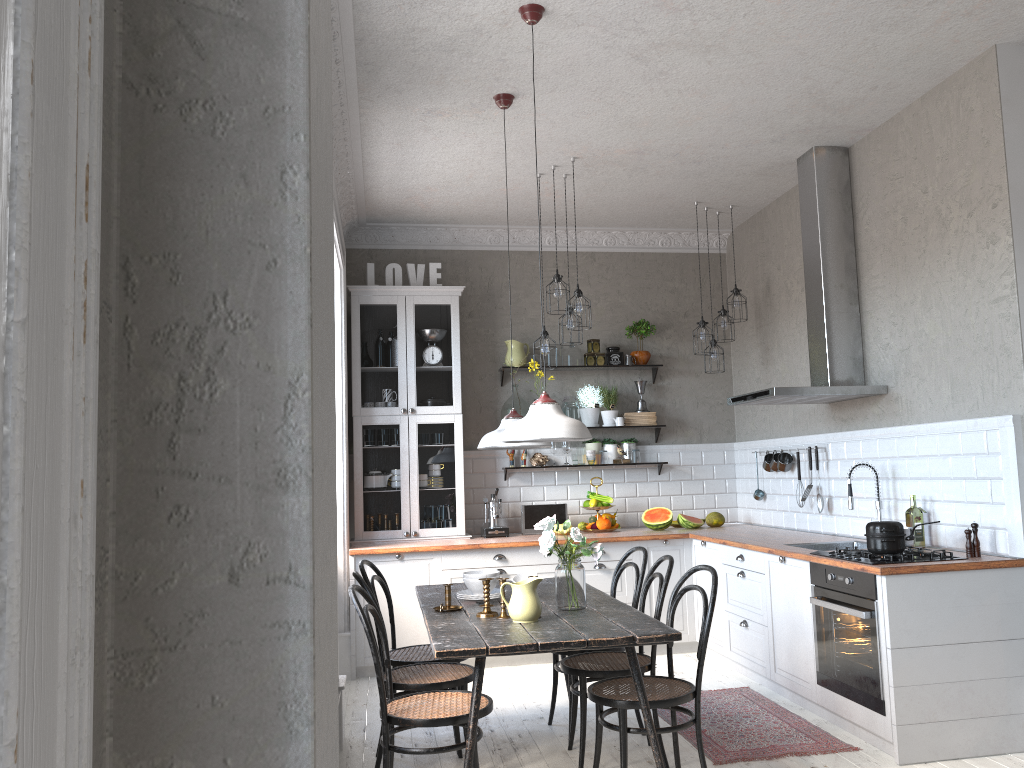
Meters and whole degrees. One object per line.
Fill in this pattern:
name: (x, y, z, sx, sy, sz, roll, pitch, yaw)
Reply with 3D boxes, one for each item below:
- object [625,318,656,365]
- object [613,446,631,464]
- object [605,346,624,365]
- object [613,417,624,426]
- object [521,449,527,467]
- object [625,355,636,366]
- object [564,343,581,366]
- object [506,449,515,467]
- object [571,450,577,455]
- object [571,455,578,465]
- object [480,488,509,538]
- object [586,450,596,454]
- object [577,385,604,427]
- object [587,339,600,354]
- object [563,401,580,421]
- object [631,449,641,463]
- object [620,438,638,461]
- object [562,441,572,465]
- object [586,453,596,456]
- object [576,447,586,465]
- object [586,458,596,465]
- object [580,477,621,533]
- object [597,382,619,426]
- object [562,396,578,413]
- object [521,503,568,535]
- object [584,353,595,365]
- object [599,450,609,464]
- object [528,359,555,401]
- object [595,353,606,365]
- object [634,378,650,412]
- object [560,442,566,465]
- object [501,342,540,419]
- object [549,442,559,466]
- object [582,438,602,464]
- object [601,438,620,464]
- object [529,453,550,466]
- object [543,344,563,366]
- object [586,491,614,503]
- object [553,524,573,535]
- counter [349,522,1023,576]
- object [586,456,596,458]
object: (1.062, -0.337, 7.247, 0.258, 0.397, 0.243, -3, -6, 15)
object: (0.882, 0.566, 7.099, 0.121, 0.147, 0.098, 3, -8, -42)
object: (0.828, -0.217, 7.238, 0.143, 0.174, 0.141, -1, -6, -10)
object: (0.862, 0.302, 7.082, 0.104, 0.071, 0.063, -4, -6, 20)
object: (0.100, 0.526, 7.000, 0.052, 0.264, 0.062, -5, -6, 27)
object: (0.954, -0.191, 7.159, 0.094, 0.096, 0.074, -1, -6, -9)
object: (0.492, -0.228, 7.232, 0.137, 0.220, 0.143, -7, -7, 40)
object: (-0.007, 0.529, 6.995, 0.054, 0.264, 0.060, 3, -7, -38)
object: (0.510, 0.576, 7.101, 0.077, 0.083, 0.078, -3, -6, 8)
object: (0.511, 0.608, 7.098, 0.077, 0.083, 0.078, -3, -6, 8)
object: (-0.126, 0.966, 6.665, 0.207, 0.370, 0.350, -1, -6, -9)
object: (0.625, 0.551, 7.005, 0.078, 0.051, 0.076, 1, -6, -24)
object: (0.643, 0.177, 7.172, 0.243, 0.354, 0.236, -3, -6, 8)
object: (0.659, -0.302, 7.156, 0.084, 0.113, 0.081, 1, -7, -29)
object: (0.473, 0.245, 7.042, 0.124, 0.206, 0.126, -3, -6, 13)
object: (0.993, 0.579, 7.100, 0.078, 0.108, 0.077, 0, -6, -16)
object: (0.957, 0.542, 7.213, 0.160, 0.213, 0.151, -1, -6, -12)
object: (0.437, 0.533, 6.982, 0.083, 0.217, 0.080, 1, -6, -24)
object: (0.626, 0.576, 7.002, 0.077, 0.051, 0.078, -3, -6, 9)
object: (0.552, 0.573, 7.033, 0.080, 0.139, 0.077, 2, -7, -37)
object: (0.627, 0.611, 6.999, 0.078, 0.051, 0.076, 0, -6, -17)
object: (0.662, 0.933, 6.868, 0.358, 0.425, 0.346, 1, -6, -24)
object: (0.782, 0.157, 7.147, 0.166, 0.380, 0.188, -7, -8, 41)
object: (0.474, 0.232, 7.196, 0.132, 0.264, 0.131, -1, -6, -4)
object: (0.249, 1.040, 6.816, 0.354, 0.226, 0.087, -1, -6, -11)
object: (0.627, -0.189, 7.151, 0.083, 0.113, 0.082, -1, -6, -10)
object: (0.732, 0.586, 7.077, 0.078, 0.108, 0.077, 0, -6, -16)
object: (0.214, 0.076, 6.956, 0.194, 0.540, 0.277, 0, -6, -17)
object: (0.714, -0.190, 7.163, 0.083, 0.113, 0.083, -2, -6, 0)
object: (1.055, 0.093, 7.229, 0.133, 0.287, 0.128, 1, -6, -25)
object: (0.421, 0.542, 7.069, 0.083, 0.217, 0.080, 1, -6, -24)
object: (0.032, 0.015, 6.973, 0.341, 0.674, 0.331, 3, -8, -41)
object: (0.335, 0.544, 7.057, 0.083, 0.217, 0.080, 1, -6, -24)
object: (0.642, 0.540, 7.137, 0.159, 0.217, 0.153, 1, -7, -30)
object: (0.795, 0.543, 7.174, 0.171, 0.214, 0.149, -4, -6, 20)
object: (0.208, 0.596, 6.987, 0.180, 0.111, 0.094, 2, -7, -32)
object: (0.328, -0.218, 7.105, 0.169, 0.184, 0.175, -5, -7, 29)
object: (0.679, 0.874, 6.850, 0.211, 0.101, 0.067, -2, -6, -4)
object: (0.376, 1.088, 6.629, 0.198, 0.083, 0.188, -1, -6, -9)
counter: (0.592, 1.017, 5.423, 3.186, 0.039, 3.365, -1, -6, -10)
object: (0.626, 0.593, 7.001, 0.078, 0.051, 0.076, 0, -6, -17)
